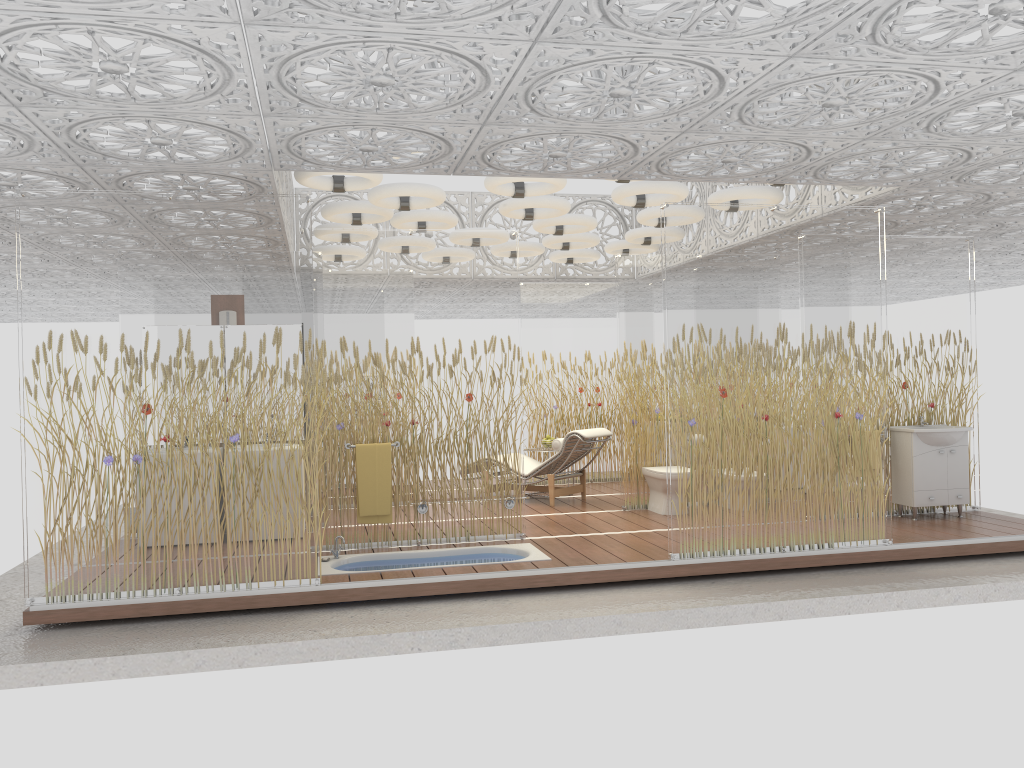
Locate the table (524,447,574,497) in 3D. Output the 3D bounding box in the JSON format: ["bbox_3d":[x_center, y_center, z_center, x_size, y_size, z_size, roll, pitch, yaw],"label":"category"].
[{"bbox_3d":[0.430,1.021,10.381,0.420,0.535,0.420,-1,0,-42],"label":"table"}]

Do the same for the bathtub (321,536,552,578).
[{"bbox_3d":[-0.606,1.438,6.752,1.700,0.582,0.700,-1,0,-12],"label":"bathtub"}]

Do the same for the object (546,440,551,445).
[{"bbox_3d":[0.422,0.678,10.262,0.058,0.058,0.058,-1,0,45],"label":"object"}]

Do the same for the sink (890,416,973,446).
[{"bbox_3d":[3.845,0.431,8.076,0.603,0.263,0.454,-1,0,-12],"label":"sink"}]

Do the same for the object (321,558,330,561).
[{"bbox_3d":[-1.417,1.336,6.738,0.065,0.011,0.108,-1,0,-3],"label":"object"}]

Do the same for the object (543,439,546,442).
[{"bbox_3d":[0.378,0.661,10.264,0.047,0.048,0.047,-1,0,40],"label":"object"}]

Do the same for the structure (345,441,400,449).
[{"bbox_3d":[-1.126,0.498,7.180,0.442,0.047,0.078,-1,0,-12],"label":"structure"}]

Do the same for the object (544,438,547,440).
[{"bbox_3d":[0.386,0.649,10.306,0.044,0.043,0.040,-1,0,2],"label":"object"}]

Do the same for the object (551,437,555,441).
[{"bbox_3d":[0.475,0.641,10.287,0.047,0.045,0.047,-1,0,-12],"label":"object"}]

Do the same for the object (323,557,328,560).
[{"bbox_3d":[-1.417,1.329,6.738,0.035,0.016,0.066,-1,0,-3],"label":"object"}]

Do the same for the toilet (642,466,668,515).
[{"bbox_3d":[1.587,1.061,8.766,0.401,0.437,0.611,-1,0,-12],"label":"toilet"}]

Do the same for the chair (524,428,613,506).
[{"bbox_3d":[0.248,0.902,9.983,1.787,0.811,0.635,-1,0,38],"label":"chair"}]

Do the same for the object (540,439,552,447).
[{"bbox_3d":[0.421,0.697,10.312,0.206,0.105,0.206,-1,0,33],"label":"object"}]

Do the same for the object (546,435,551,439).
[{"bbox_3d":[0.423,0.618,10.320,0.055,0.056,0.055,-1,0,-12],"label":"object"}]

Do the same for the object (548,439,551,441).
[{"bbox_3d":[0.437,0.654,10.293,0.040,0.038,0.040,-1,0,-41],"label":"object"}]

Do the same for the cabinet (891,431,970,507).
[{"bbox_3d":[3.836,0.758,8.141,0.580,0.678,0.316,-1,0,-12],"label":"cabinet"}]

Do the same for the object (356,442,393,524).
[{"bbox_3d":[-1.111,0.805,7.155,0.283,0.656,0.042,-1,0,-12],"label":"object"}]

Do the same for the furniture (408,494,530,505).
[{"bbox_3d":[-0.349,0.942,7.227,0.977,0.014,0.178,-1,0,-12],"label":"furniture"}]
